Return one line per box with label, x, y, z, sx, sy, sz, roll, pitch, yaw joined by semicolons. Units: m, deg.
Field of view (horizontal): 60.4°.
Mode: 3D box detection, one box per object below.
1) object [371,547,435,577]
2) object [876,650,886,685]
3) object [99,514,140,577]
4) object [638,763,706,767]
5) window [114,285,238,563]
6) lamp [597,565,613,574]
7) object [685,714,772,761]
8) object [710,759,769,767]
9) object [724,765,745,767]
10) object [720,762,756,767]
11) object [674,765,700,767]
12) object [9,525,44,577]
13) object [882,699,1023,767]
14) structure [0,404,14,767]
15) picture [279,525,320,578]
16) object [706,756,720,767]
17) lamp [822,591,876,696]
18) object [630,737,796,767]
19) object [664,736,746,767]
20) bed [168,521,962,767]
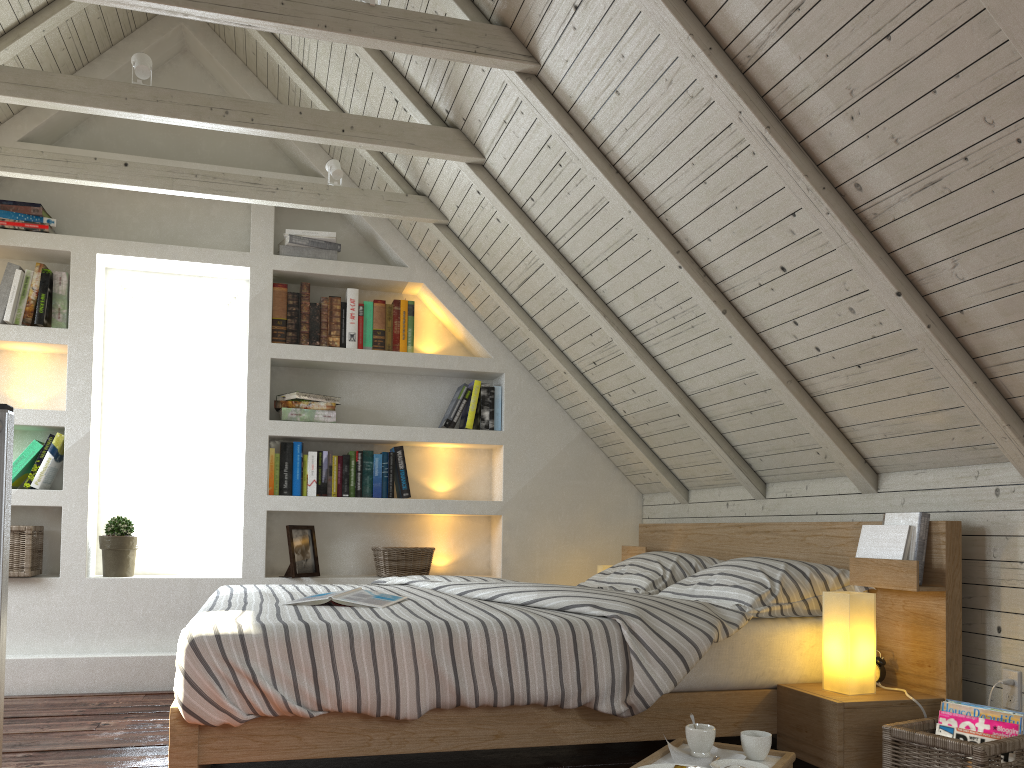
object;-0.490;0.800;3.958;0.283;0.133;0.179;5;-8;-24
object;0.956;0.751;2.328;0.037;0.097;0.071;3;-5;-37
object;-1.635;0.666;3.663;0.160;0.269;0.161;3;-4;-23
object;0.326;0.769;1.707;0.189;0.016;0.192;2;-9;-5
window;-2.179;-0.105;2.706;3.112;1.362;1.409;7;-9;-38
lamp;0.421;0.909;3.791;0.090;0.250;0.091;1;-3;-8
object;0.474;0.770;1.933;0.184;0.099;0.082;0;-5;8
object;0.469;0.792;1.810;0.120;0.010;0.120;8;-12;-37
object;0.443;0.771;1.747;0.055;0.028;0.056;-3;-9;25
object;0.468;0.794;1.818;0.060;0.005;0.061;-7;-12;39
object;0.326;0.777;1.757;0.140;0.015;0.078;0;-9;5
object;-2.017;0.667;3.525;0.205;0.199;0.206;3;-6;-15
object;1.012;0.873;1.982;0.238;0.275;0.238;4;-6;-32
structure;-0.873;0.373;0.288;0.837;0.986;1.656;2;-8;-15
picture;-0.925;0.718;3.776;0.127;0.221;0.175;-1;-5;24
object;0.421;0.802;1.852;0.016;0.002;0.154;-3;-10;23
lamp;0.855;0.655;2.230;0.090;0.250;0.090;2;-3;-25
object;0.397;0.878;1.805;0.269;0.180;0.536;-3;-10;29
object;0.400;0.791;1.912;0.154;0.046;0.160;5;-10;-25
bed;-0.033;0.784;2.831;1.880;0.699;1.891;3;-9;-15
